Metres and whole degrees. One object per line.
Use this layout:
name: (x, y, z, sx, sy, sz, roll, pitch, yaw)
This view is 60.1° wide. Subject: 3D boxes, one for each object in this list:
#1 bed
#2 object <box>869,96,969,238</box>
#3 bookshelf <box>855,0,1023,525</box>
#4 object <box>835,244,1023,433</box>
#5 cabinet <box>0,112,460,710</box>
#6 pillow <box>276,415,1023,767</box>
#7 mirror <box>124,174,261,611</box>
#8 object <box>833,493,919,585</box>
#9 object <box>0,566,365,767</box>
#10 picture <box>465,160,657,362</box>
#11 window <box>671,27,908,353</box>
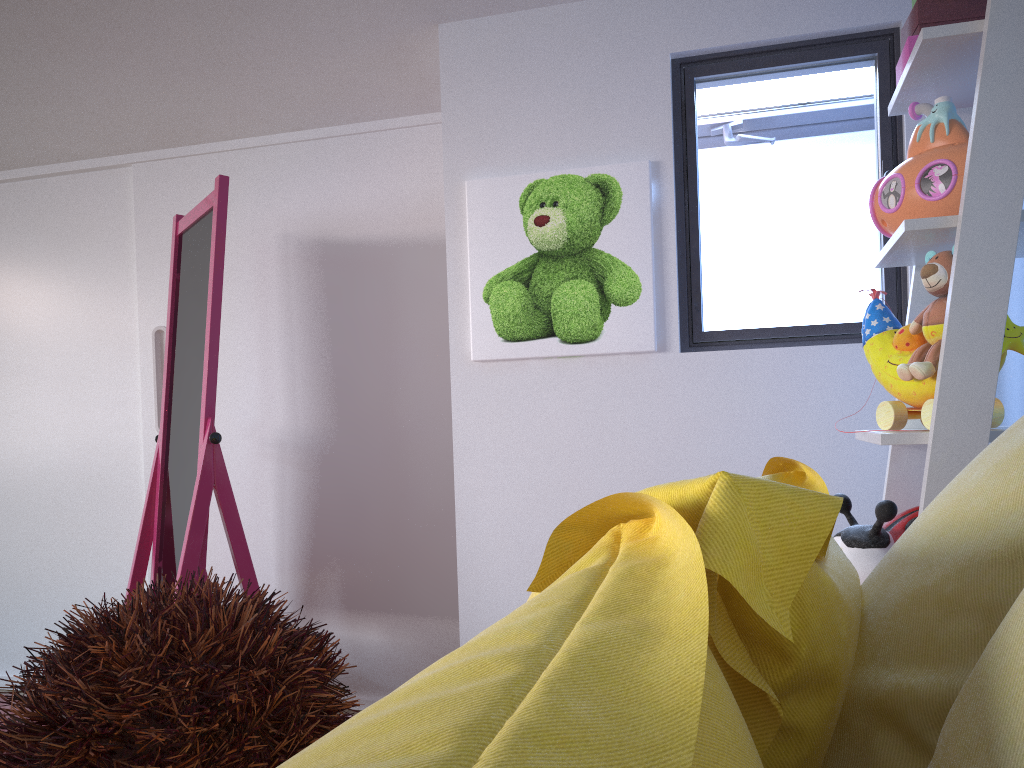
bed: (-0.542, 0.497, 0.655, 2.318, 0.811, 1.927, -3, -2, 15)
object: (0.696, -0.351, 1.392, 0.157, 0.234, 0.296, -2, -1, -14)
bookshelf: (0.688, -0.035, 1.412, 0.381, 1.852, 0.391, -2, 0, 15)
object: (0.639, -0.066, 1.397, 0.154, 0.281, 0.372, -2, -1, -12)
cabinet: (-2.079, 0.178, 3.130, 4.234, 1.764, 0.053, -3, 0, 15)
pillow: (0.208, 0.161, 0.461, 0.679, 0.531, 1.345, -2, -2, 17)
mirror: (-0.864, 0.245, 2.351, 0.416, 1.489, 0.611, -2, 0, -33)
object: (0.667, 0.268, 1.426, 0.322, 0.183, 0.253, -3, -2, 22)
object: (-0.191, 0.271, 0.504, 0.286, 0.342, 0.251, -1, -1, -40)
picture: (0.112, -0.286, 2.115, 0.450, 0.443, 0.026, -2, 0, 15)
window: (0.644, -0.446, 2.075, 0.586, 0.747, 0.209, -2, 0, 15)
